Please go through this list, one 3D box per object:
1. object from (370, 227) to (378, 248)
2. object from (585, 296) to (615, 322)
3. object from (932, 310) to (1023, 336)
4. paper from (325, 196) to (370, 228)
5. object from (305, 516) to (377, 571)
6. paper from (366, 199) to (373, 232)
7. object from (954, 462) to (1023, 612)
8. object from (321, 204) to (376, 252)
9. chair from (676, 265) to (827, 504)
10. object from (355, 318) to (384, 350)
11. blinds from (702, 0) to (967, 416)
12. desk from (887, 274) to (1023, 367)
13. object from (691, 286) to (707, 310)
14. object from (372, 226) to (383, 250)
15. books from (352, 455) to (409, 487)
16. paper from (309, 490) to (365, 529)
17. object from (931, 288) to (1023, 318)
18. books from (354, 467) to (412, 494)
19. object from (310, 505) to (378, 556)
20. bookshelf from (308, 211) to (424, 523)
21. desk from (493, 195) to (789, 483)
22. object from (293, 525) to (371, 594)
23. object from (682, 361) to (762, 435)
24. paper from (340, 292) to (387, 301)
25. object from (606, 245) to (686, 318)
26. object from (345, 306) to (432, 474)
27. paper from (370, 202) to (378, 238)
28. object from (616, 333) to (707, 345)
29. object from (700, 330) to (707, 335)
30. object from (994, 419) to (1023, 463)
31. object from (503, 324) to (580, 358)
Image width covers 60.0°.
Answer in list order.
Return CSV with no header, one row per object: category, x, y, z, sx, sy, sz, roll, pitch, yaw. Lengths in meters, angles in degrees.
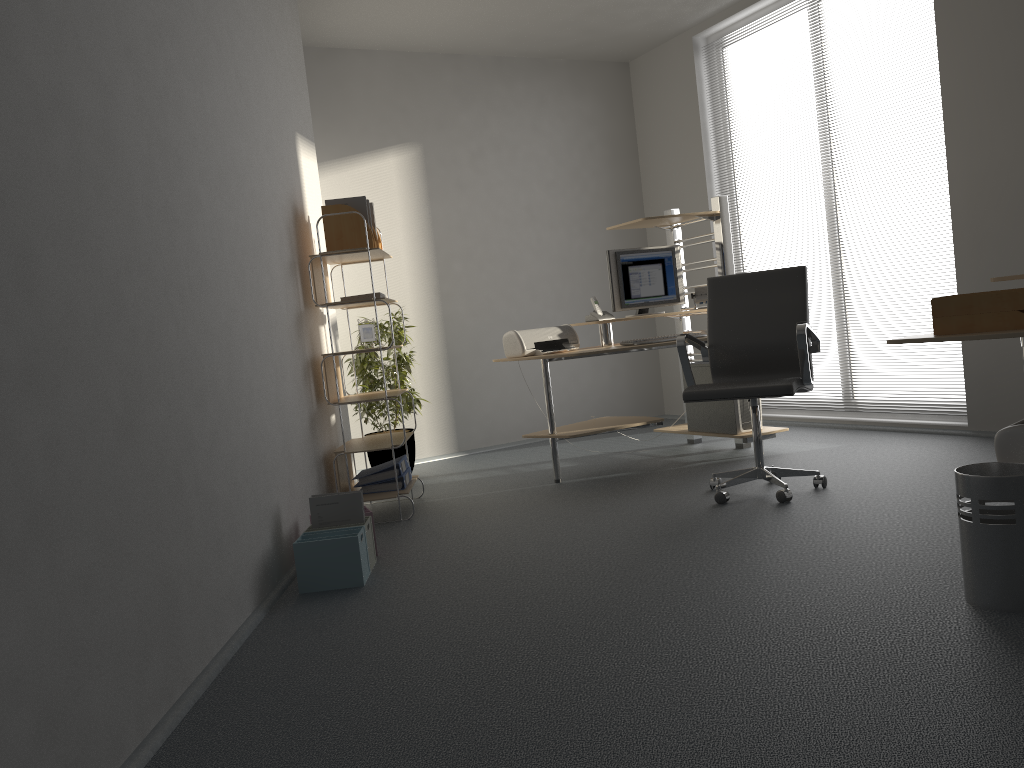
object,-0.855,-0.810,4.751,0.243,0.259,0.113,-6,4,0
object,0.525,-0.459,5.374,0.150,0.151,0.119,-10,5,-42
object,1.489,-0.199,2.723,0.309,0.060,0.225,-3,5,41
paper,-0.855,-0.824,4.647,0.213,0.297,0.045,-7,4,-2
object,-0.695,0.670,3.615,0.245,0.202,0.185,-7,4,-1
paper,-0.859,-0.831,4.770,0.213,0.297,0.045,-6,4,0
object,1.354,0.421,2.451,0.208,0.377,0.208,-5,4,16
object,-0.851,-0.803,4.628,0.243,0.259,0.113,-7,4,-2
chair,1.130,-0.006,4.167,0.584,1.048,0.652,-5,4,28
object,-0.768,-0.268,4.718,0.077,0.161,0.192,-5,4,18
blinds,2.054,-1.179,5.916,0.037,2.749,1.950,-8,4,-28
desk,2.045,-0.282,2.739,1.469,1.566,0.967,-8,4,-28
object,1.191,-0.535,5.504,0.154,0.135,0.093,-6,4,9
object,-0.851,-0.819,4.875,0.243,0.259,0.113,-6,4,3
books,-0.704,0.464,4.759,0.263,0.100,0.320,-6,4,0
paper,-0.703,0.599,3.625,0.220,0.306,0.068,-7,4,-1
object,1.483,-0.255,2.719,0.309,0.060,0.225,-3,5,41
books,-0.688,0.517,4.762,0.262,0.072,0.320,-6,4,0
object,-0.728,0.659,3.839,0.245,0.202,0.185,-8,4,-19
bookshelf,-0.770,-0.086,4.738,0.381,1.572,0.724,-6,4,0
desk,0.737,-0.287,5.209,1.469,1.566,0.967,-8,4,-28
object,-0.691,0.680,3.430,0.245,0.202,0.185,-7,4,-1
object,1.283,0.075,5.411,0.199,0.422,0.471,-8,4,-28
paper,-0.799,-0.458,4.810,0.213,0.046,0.297,-6,4,-1
object,0.824,-0.639,5.558,0.516,0.418,0.245,-7,4,-13
object,-0.820,0.066,5.899,0.544,1.147,0.644,-6,4,1
paper,-0.854,-0.839,4.895,0.213,0.297,0.045,-6,4,3
object,0.775,-0.238,5.344,0.478,0.082,0.814,-8,4,-20
object,1.060,-0.285,5.528,0.168,0.088,0.742,-8,4,-25
object,1.756,0.172,2.750,0.438,0.162,0.351,-10,5,-43
object,0.218,-0.260,5.206,0.438,0.162,0.351,-9,4,-36
